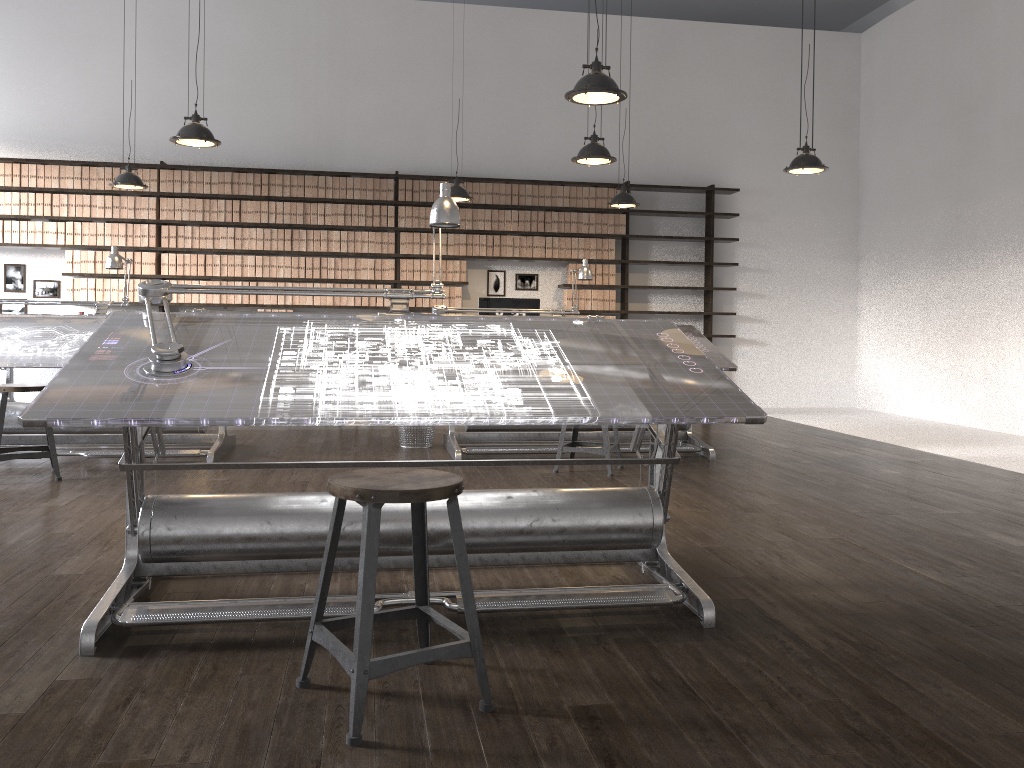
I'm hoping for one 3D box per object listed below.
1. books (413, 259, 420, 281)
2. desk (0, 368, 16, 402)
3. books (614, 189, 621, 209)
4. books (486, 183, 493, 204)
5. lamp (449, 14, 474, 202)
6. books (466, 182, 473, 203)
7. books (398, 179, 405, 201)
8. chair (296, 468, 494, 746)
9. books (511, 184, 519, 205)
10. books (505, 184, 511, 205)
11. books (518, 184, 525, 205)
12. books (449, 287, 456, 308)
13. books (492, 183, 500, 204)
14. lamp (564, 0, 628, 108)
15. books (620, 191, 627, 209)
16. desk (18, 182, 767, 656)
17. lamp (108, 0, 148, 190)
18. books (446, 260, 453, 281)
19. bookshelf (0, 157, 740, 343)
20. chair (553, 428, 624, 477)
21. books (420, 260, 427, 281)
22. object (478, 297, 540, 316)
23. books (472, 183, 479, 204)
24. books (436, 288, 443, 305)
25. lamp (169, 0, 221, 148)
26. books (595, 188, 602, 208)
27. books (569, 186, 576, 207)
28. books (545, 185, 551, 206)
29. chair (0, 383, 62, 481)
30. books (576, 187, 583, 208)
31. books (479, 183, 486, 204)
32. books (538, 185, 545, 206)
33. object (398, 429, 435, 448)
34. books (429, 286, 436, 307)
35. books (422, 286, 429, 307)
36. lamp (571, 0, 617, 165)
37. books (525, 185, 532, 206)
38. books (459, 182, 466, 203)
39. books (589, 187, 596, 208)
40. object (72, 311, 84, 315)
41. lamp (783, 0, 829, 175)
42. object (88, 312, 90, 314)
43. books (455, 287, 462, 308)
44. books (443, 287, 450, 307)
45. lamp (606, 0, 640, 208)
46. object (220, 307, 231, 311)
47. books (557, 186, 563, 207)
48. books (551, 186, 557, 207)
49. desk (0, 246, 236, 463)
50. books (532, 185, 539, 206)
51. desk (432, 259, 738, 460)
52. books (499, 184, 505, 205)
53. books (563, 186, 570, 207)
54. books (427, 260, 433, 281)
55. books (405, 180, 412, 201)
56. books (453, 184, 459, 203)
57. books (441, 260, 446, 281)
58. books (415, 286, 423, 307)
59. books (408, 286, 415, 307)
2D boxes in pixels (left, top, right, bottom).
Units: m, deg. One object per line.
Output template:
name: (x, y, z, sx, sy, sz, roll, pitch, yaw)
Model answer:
books: (-0.999, -1.186, 9.282, 0.067, 0.225, 0.175, 1, 2, -9)
desk: (-5.163, -0.268, 8.186, 1.268, 1.097, 1.073, 0, 2, -9)
books: (1.124, -2.002, 9.630, 0.067, 0.225, 0.174, 1, 2, -10)
books: (-0.250, -2.006, 9.393, 0.067, 0.225, 0.175, 1, 2, -9)
lamp: (-0.485, -2.784, 7.946, 0.311, 2.251, 0.313, 1, 1, 15)
books: (-0.460, -2.007, 9.364, 0.067, 0.225, 0.175, 1, 2, -10)
books: (-1.153, -2.010, 9.250, 0.067, 0.225, 0.175, 1, 2, -9)
chair: (-0.276, 0.485, 2.084, 0.358, 0.527, 0.372, 0, 2, -31)
books: (0.021, -2.005, 9.440, 0.067, 0.225, 0.175, 1, 2, -9)
books: (-0.053, -2.006, 9.433, 0.067, 0.225, 0.175, 1, 2, -10)
books: (0.094, -2.005, 9.458, 0.067, 0.225, 0.175, 1, 2, -10)
books: (-0.635, -0.910, 9.350, 0.067, 0.225, 0.175, 1, 2, -9)
books: (-0.179, -2.006, 9.405, 0.067, 0.225, 0.175, 1, 2, -10)
lamp: (0.432, -2.535, 4.377, 0.311, 2.264, 0.313, 1, 1, 15)
books: (1.194, -2.001, 9.638, 0.067, 0.225, 0.174, 1, 2, -9)
desk: (-0.345, -0.010, 2.976, 2.068, 1.386, 1.078, 0, 2, -9)
lamp: (-3.232, -2.793, 7.488, 0.311, 2.251, 0.313, 0, 1, -30)
books: (-0.664, -1.185, 9.343, 0.067, 0.225, 0.174, 1, 2, -10)
bookshelf: (-2.067, -0.623, 9.201, 9.175, 3.206, 0.374, 0, 1, -9)
chair: (0.480, 0.279, 5.453, 0.372, 0.527, 0.359, 1, 2, 19)
books: (-0.928, -1.186, 9.296, 0.067, 0.225, 0.175, 1, 2, -10)
object: (-0.037, -0.632, 9.196, 0.643, 0.517, 0.204, 0, 1, -9)
books: (-0.392, -2.007, 9.377, 0.067, 0.225, 0.174, 1, 2, -10)
books: (-0.768, -0.911, 9.329, 0.067, 0.225, 0.175, 1, 2, -9)
lamp: (-1.993, -2.655, 5.609, 0.311, 2.251, 0.313, 1, 1, 11)
books: (0.921, -2.002, 9.589, 0.067, 0.225, 0.175, 1, 2, -9)
books: (0.639, -2.003, 9.547, 0.067, 0.225, 0.175, 1, 2, -9)
books: (0.372, -2.004, 9.497, 0.067, 0.225, 0.175, 1, 2, -10)
chair: (-2.706, 0.269, 4.914, 0.358, 0.527, 0.372, 0, 2, -31)
books: (0.708, -2.003, 9.561, 0.067, 0.225, 0.174, 1, 2, -9)
books: (-0.322, -2.007, 9.385, 0.067, 0.225, 0.174, 1, 2, -9)
books: (0.304, -2.005, 9.492, 0.067, 0.225, 0.175, 1, 2, -9)
object: (-0.695, 0.266, 6.445, 0.353, 0.377, 0.353, 1, 2, 12)
books: (-0.838, -0.911, 9.318, 0.067, 0.225, 0.174, 1, 2, -9)
books: (-0.907, -0.911, 9.302, 0.067, 0.225, 0.174, 1, 2, -10)
lamp: (0.575, -2.646, 6.037, 0.311, 2.251, 0.313, 1, 1, 15)
books: (0.165, -2.005, 9.465, 0.067, 0.225, 0.174, 1, 2, -10)
books: (-0.529, -2.007, 9.348, 0.067, 0.225, 0.175, 1, 2, -9)
books: (0.849, -2.002, 9.577, 0.067, 0.225, 0.175, 1, 2, -10)
object: (-4.263, -0.625, 8.705, 0.106, 0.177, 0.108, 1, 2, -8)
lamp: (2.108, -2.641, 6.293, 0.311, 2.251, 0.313, 0, 1, -30)
object: (-4.078, -0.583, 8.510, 0.055, 0.214, 0.007, 1, 1, 26)
books: (-0.573, -0.910, 9.359, 0.067, 0.225, 0.175, 1, 2, -9)
books: (-0.700, -0.910, 9.334, 0.067, 0.225, 0.175, 1, 2, -10)
lamp: (1.048, -2.779, 8.202, 0.311, 2.251, 0.313, 1, 1, 15)
object: (-2.916, -0.674, 9.005, 0.181, 0.271, 0.156, 0, 2, -25)
books: (0.499, -2.004, 9.522, 0.067, 0.225, 0.175, 1, 2, -9)
books: (0.437, -2.004, 9.513, 0.067, 0.225, 0.175, 1, 2, -9)
desk: (-2.881, -0.226, 5.783, 2.279, 1.386, 1.078, 0, 2, -9)
books: (0.234, -2.005, 9.481, 0.067, 0.225, 0.174, 1, 2, -9)
desk: (0.426, -0.215, 6.335, 2.068, 1.386, 1.078, 0, 2, -9)
books: (-0.117, -2.006, 9.420, 0.067, 0.225, 0.175, 1, 2, -9)
books: (0.571, -2.003, 9.532, 0.067, 0.225, 0.175, 1, 2, -10)
books: (-0.866, -1.186, 9.308, 0.067, 0.225, 0.175, 1, 2, -10)
books: (-1.079, -2.009, 9.257, 0.067, 0.225, 0.175, 1, 2, -10)
books: (-0.601, -2.007, 9.338, 0.067, 0.225, 0.175, 1, 2, -10)
books: (-0.734, -1.186, 9.331, 0.067, 0.225, 0.175, 1, 2, -10)
books: (-0.978, -0.912, 9.295, 0.067, 0.225, 0.175, 1, 2, -10)
books: (-1.051, -0.912, 9.277, 0.067, 0.225, 0.175, 1, 2, -9)
